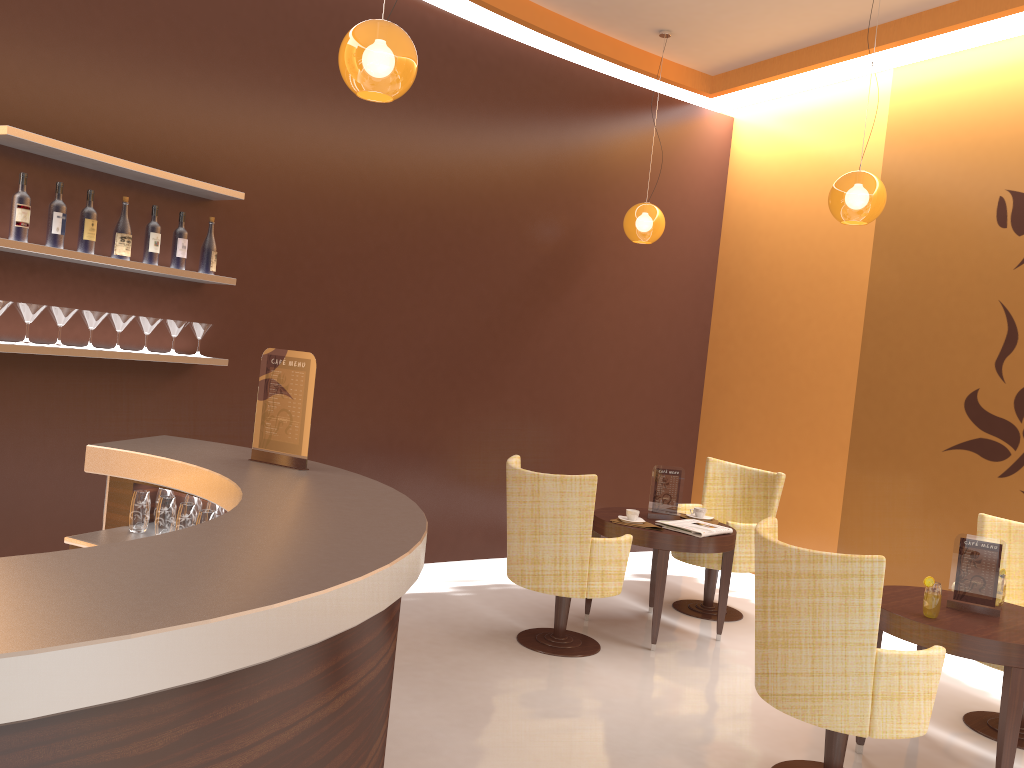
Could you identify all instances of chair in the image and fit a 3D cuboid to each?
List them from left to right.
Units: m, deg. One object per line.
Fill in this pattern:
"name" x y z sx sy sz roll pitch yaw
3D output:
"chair" 0.280 0.957 4.977 0.685 1.017 0.729 5 2 -34
"chair" 1.436 1.050 6.074 0.685 1.017 0.729 5 2 -32
"chair" 1.274 1.103 3.495 0.685 1.017 0.729 6 2 -14
"chair" 2.589 1.219 4.399 0.685 1.017 0.729 5 2 -43

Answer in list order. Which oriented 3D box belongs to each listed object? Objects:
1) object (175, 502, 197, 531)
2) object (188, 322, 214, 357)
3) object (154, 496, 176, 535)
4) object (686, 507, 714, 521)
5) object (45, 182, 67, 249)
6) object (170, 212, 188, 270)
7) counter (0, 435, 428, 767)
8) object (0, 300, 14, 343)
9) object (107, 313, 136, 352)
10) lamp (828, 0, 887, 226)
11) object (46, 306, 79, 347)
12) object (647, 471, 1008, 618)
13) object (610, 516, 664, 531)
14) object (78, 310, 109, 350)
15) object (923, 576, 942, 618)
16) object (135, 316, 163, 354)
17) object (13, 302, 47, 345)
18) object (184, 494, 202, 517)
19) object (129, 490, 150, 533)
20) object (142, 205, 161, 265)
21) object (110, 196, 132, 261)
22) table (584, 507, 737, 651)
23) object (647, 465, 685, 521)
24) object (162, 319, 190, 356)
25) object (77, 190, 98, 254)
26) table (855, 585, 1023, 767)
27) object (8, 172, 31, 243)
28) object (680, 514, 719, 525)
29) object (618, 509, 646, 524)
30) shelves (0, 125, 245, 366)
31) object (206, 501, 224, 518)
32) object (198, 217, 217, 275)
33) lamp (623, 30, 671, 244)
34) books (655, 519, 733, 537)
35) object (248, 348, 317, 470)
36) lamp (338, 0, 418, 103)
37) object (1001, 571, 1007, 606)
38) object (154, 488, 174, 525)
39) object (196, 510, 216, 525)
"object" -1.096 0.476 2.982 0.067 0.148 0.067 5 2 -24
"object" -1.632 -0.231 4.626 0.137 0.174 0.137 7 2 34
"object" -1.195 0.463 3.060 0.067 0.148 0.067 5 2 -27
"object" 1.196 0.825 5.641 0.153 0.069 0.153 7 2 42
"object" -1.992 -0.735 3.883 0.073 0.297 0.073 6 2 6
"object" -1.669 -0.716 4.458 0.073 0.297 0.073 6 2 6
"counter" -1.084 0.847 2.105 1.586 1.100 2.917 6 2 14
"object" -2.157 -0.263 3.687 0.137 0.174 0.137 7 2 24
"object" -1.875 -0.246 4.229 0.137 0.174 0.137 7 2 34
"lamp" 1.940 -1.619 4.803 0.299 1.500 0.299 6 2 11
"object" -2.020 -0.256 3.965 0.137 0.174 0.137 7 2 34
"object" 1.525 0.758 4.679 0.187 0.335 2.090 5 2 -35
"object" 0.695 0.811 5.248 0.239 0.021 0.464 6 2 -18
"object" -1.944 -0.250 4.099 0.137 0.174 0.137 7 2 34
"object" 1.759 0.892 3.709 0.067 0.171 0.072 7 2 41
"object" -1.796 -0.241 4.361 0.137 0.174 0.137 7 2 34
"object" -2.088 -0.259 3.826 0.137 0.174 0.137 7 2 24
"object" -1.141 0.466 3.160 0.067 0.148 0.067 5 2 -27
"object" -1.309 0.449 3.118 0.067 0.148 0.067 6 2 -6
"object" -1.751 -0.721 4.323 0.073 0.297 0.073 6 2 6
"object" -1.838 -0.732 4.189 0.086 0.303 0.086 8 2 42
"table" 0.897 1.180 5.459 0.872 0.679 0.874 6 2 5
"object" 0.958 0.675 5.495 0.209 0.335 0.042 6 2 -8
"object" -1.713 -0.236 4.493 0.137 0.174 0.137 6 2 -6
"object" -1.923 -0.731 4.023 0.073 0.297 0.073 5 2 -34
"table" 1.970 1.337 3.882 0.872 0.679 0.874 6 2 0
"object" -2.065 -0.738 3.729 0.073 0.297 0.073 6 2 6
"object" 1.211 0.856 5.645 0.239 0.021 0.464 5 2 -35
"object" 0.712 0.784 5.260 0.153 0.069 0.153 6 2 -5
"shelves" -2.339 -0.581 2.483 0.586 0.902 4.744 7 2 16
"object" -1.035 0.480 3.078 0.067 0.148 0.067 7 2 35
"object" -1.573 -0.715 4.606 0.086 0.303 0.086 6 2 -17
"lamp" 1.013 -1.760 6.340 0.299 1.500 0.299 5 2 -31
"books" 1.079 0.846 5.232 0.367 0.035 0.345 5 2 -41
"object" -0.818 0.085 3.179 0.258 0.414 0.052 7 2 27
"lamp" -0.441 -1.835 3.346 0.299 1.500 0.299 6 2 -13
"object" 2.233 0.933 4.075 0.067 0.171 0.072 7 2 16
"object" -1.263 0.451 3.222 0.067 0.148 0.067 5 2 -32
"object" -1.002 0.488 2.896 0.067 0.148 0.067 5 2 -45
